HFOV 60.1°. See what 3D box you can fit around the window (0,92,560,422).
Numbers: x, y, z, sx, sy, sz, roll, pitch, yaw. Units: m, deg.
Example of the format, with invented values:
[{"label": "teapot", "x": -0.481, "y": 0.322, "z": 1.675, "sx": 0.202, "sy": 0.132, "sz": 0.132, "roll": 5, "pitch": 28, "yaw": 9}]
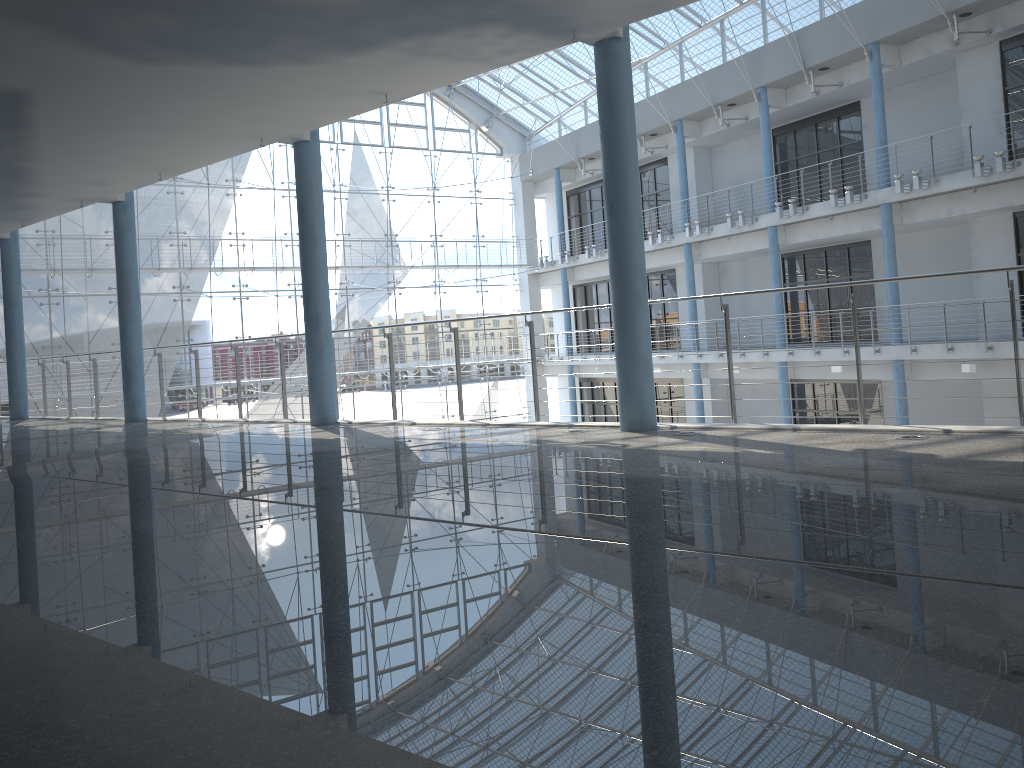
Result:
[{"label": "window", "x": -1.310, "y": -0.352, "z": 4.104, "sx": 3.857, "sy": 2.776, "sz": 0.010, "roll": -5, "pitch": 0, "yaw": -34}]
